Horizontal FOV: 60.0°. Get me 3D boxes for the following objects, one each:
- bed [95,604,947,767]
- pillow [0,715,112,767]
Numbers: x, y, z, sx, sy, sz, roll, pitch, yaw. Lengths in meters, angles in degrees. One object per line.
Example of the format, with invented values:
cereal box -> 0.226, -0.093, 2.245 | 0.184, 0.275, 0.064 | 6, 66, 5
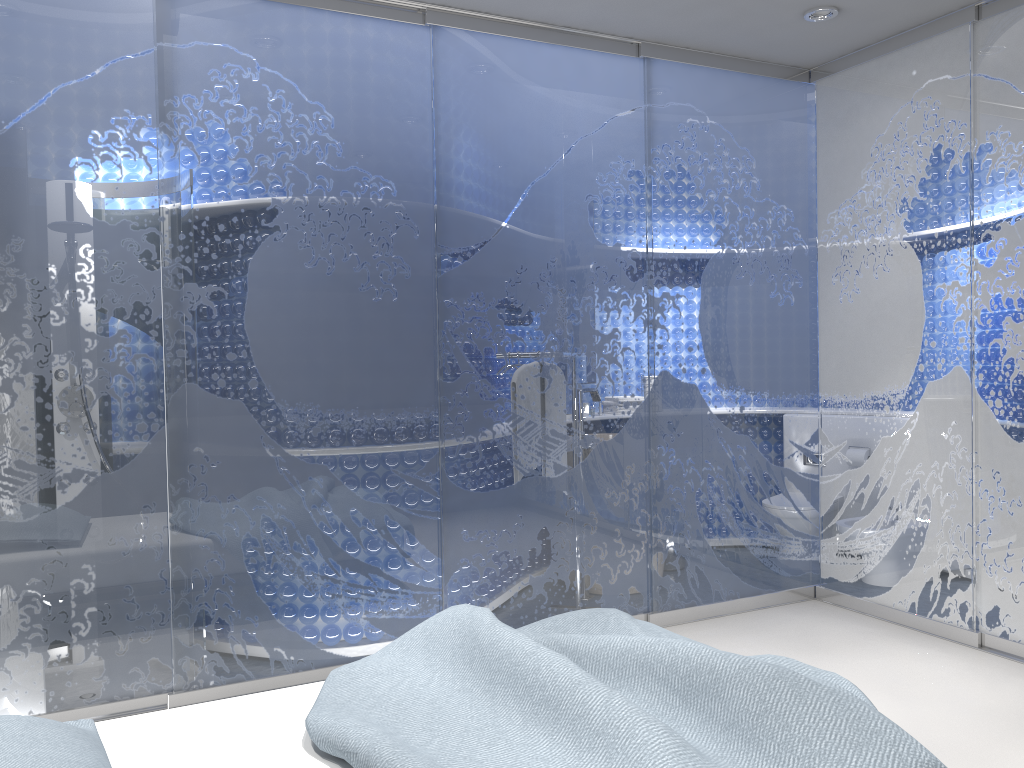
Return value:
bed -> -0.306, 0.790, 1.936 | 2.319, 0.752, 1.411 | -2, 2, -27
pillow -> -0.977, 0.755, 1.673 | 0.417, 0.173, 0.746 | -2, 2, -31
